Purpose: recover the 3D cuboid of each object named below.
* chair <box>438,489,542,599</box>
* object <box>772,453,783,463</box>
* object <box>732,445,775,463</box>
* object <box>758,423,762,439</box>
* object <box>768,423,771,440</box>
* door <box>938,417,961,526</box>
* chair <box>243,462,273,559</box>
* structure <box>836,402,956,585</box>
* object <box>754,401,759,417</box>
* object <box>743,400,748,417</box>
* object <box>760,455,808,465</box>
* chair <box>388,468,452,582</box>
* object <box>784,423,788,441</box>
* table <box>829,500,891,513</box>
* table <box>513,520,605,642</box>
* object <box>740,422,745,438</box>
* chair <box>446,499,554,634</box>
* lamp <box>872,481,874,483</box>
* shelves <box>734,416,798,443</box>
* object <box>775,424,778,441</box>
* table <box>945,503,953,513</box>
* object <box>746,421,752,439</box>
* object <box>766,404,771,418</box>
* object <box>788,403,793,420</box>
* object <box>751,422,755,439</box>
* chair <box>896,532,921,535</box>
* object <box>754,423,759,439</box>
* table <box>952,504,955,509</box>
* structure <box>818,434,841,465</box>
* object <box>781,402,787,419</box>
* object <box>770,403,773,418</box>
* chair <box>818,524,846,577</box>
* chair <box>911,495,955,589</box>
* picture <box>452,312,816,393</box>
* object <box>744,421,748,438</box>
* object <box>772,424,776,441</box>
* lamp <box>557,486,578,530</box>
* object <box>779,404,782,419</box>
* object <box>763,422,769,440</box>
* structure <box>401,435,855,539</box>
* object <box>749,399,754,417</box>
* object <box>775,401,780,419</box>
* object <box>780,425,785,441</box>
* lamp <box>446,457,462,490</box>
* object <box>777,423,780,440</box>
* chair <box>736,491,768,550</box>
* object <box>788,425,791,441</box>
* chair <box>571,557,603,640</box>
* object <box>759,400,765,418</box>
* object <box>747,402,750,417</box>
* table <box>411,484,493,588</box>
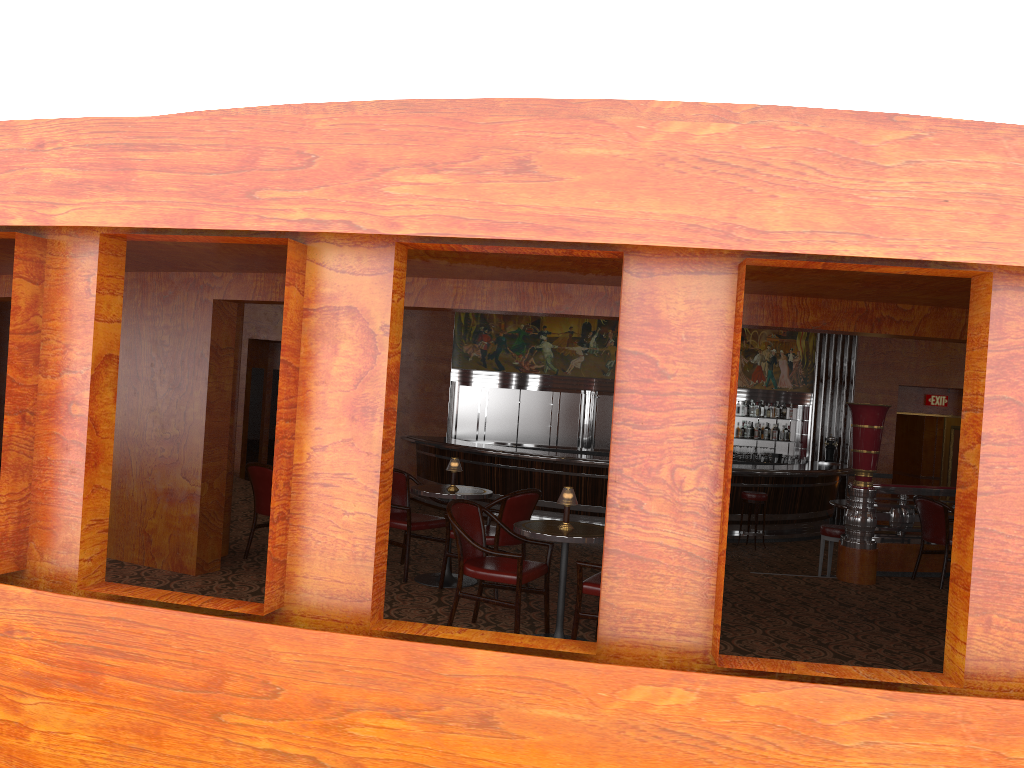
[{"bbox_3d":[-0.124,1.162,6.699,0.615,0.817,0.588,4,0,38],"label":"chair"},{"bbox_3d":[4.560,1.277,15.286,0.169,0.156,0.195,4,0,23],"label":"object"},{"bbox_3d":[4.088,1.202,15.308,0.951,0.245,0.396,4,0,1],"label":"object"},{"bbox_3d":[4.303,0.823,15.413,0.080,0.272,0.080,4,0,1],"label":"object"},{"bbox_3d":[4.447,0.823,15.402,0.090,0.293,0.090,4,0,-8],"label":"object"},{"bbox_3d":[8.087,1.579,16.168,0.063,1.983,0.808,4,0,-8],"label":"door"},{"bbox_3d":[-1.888,1.046,7.325,0.587,0.817,0.615,4,0,33],"label":"chair"},{"bbox_3d":[4.965,0.524,9.100,4.355,3.606,0.549,4,0,-28],"label":"structure"},{"bbox_3d":[4.222,0.437,15.300,0.080,0.272,0.080,4,0,-9],"label":"object"},{"bbox_3d":[4.031,0.419,15.293,0.067,0.283,0.067,4,1,44],"label":"object"},{"bbox_3d":[4.377,1.277,15.366,1.424,0.135,0.403,4,0,4],"label":"object"},{"bbox_3d":[-0.864,1.115,7.209,0.615,0.817,0.588,4,0,38],"label":"chair"},{"bbox_3d":[4.750,0.837,15.378,0.078,0.305,0.078,4,0,11],"label":"object"},{"bbox_3d":[3.815,1.774,9.506,0.849,0.960,0.849,4,0,0],"label":"table"},{"bbox_3d":[0.305,1.232,5.371,0.639,0.720,0.640,4,0,27],"label":"table"},{"bbox_3d":[4.003,0.803,15.383,0.080,0.272,0.080,4,0,1],"label":"object"},{"bbox_3d":[-0.115,1.156,5.532,0.615,0.817,0.588,4,0,23],"label":"chair"},{"bbox_3d":[3.855,1.171,9.528,0.130,0.250,0.130,4,0,18],"label":"lamp"},{"bbox_3d":[3.609,0.637,15.354,2.594,0.568,0.339,4,0,-2],"label":"shelves"},{"bbox_3d":[4.572,0.836,15.354,0.067,0.283,0.067,3,1,-41],"label":"object"},{"bbox_3d":[5.017,1.858,9.890,0.850,0.960,0.849,4,0,-22],"label":"table"},{"bbox_3d":[4.098,0.792,15.324,0.078,0.305,0.078,4,0,-9],"label":"object"},{"bbox_3d":[4.432,0.469,15.310,0.070,0.238,0.070,4,0,-28],"label":"object"},{"bbox_3d":[4.820,0.473,15.319,0.067,0.283,0.067,4,0,10],"label":"object"},{"bbox_3d":[4.172,0.804,15.433,0.090,0.293,0.090,4,0,-23],"label":"object"},{"bbox_3d":[4.059,1.890,8.984,0.350,0.755,0.350,4,0,39],"label":"chair"},{"bbox_3d":[4.232,0.813,15.328,0.067,0.283,0.067,4,1,-36],"label":"object"},{"bbox_3d":[4.489,1.533,8.376,0.639,0.720,0.640,4,0,41],"label":"table"},{"bbox_3d":[5.374,1.116,14.973,0.360,0.540,0.280,4,0,18],"label":"structure"},{"bbox_3d":[4.698,0.459,15.295,0.090,0.293,0.090,4,0,32],"label":"object"},{"bbox_3d":[4.500,0.457,15.408,0.080,0.272,0.080,4,0,-34],"label":"object"},{"bbox_3d":[3.320,1.841,9.093,0.350,0.755,0.350,4,0,-43],"label":"chair"},{"bbox_3d":[4.054,1.454,8.234,0.615,0.817,0.587,4,0,-12],"label":"chair"},{"bbox_3d":[2.126,-0.718,15.254,6.254,1.322,0.001,4,0,-2],"label":"picture"},{"bbox_3d":[4.090,0.792,15.414,0.078,0.305,0.206,4,0,-6],"label":"object"},{"bbox_3d":[4.521,0.832,15.283,0.067,0.283,0.067,4,0,-27],"label":"object"},{"bbox_3d":[0.333,0.748,5.364,0.130,0.250,0.130,4,0,-36],"label":"lamp"},{"bbox_3d":[4.656,0.476,15.460,0.090,0.256,0.090,4,0,4],"label":"object"},{"bbox_3d":[4.390,0.812,15.305,0.078,0.305,0.078,4,1,36],"label":"object"},{"bbox_3d":[2.020,1.632,13.658,7.810,1.047,3.207,4,0,-2],"label":"structure"},{"bbox_3d":[4.138,0.415,15.296,0.078,0.305,0.078,4,0,-11],"label":"object"},{"bbox_3d":[4.582,0.445,15.306,0.078,0.305,0.078,4,0,-21],"label":"object"},{"bbox_3d":[4.680,0.848,15.331,0.080,0.272,0.080,4,0,1],"label":"object"},{"bbox_3d":[-0.457,0.703,6.962,0.130,0.250,0.130,4,0,20],"label":"lamp"},{"bbox_3d":[4.628,0.835,15.478,0.090,0.293,0.090,4,0,32],"label":"object"},{"bbox_3d":[3.286,1.855,12.100,0.350,0.755,0.350,4,0,39],"label":"chair"},{"bbox_3d":[4.819,0.858,15.467,0.080,0.272,0.080,4,0,-4],"label":"object"},{"bbox_3d":[0.732,1.212,5.231,0.615,0.817,0.588,4,0,23],"label":"chair"},{"bbox_3d":[4.313,0.427,15.281,0.078,0.305,0.078,4,0,-14],"label":"object"},{"bbox_3d":[4.097,0.438,15.401,0.090,0.256,0.090,4,0,19],"label":"object"},{"bbox_3d":[-0.495,1.187,6.964,0.639,0.720,0.640,4,0,24],"label":"table"}]
